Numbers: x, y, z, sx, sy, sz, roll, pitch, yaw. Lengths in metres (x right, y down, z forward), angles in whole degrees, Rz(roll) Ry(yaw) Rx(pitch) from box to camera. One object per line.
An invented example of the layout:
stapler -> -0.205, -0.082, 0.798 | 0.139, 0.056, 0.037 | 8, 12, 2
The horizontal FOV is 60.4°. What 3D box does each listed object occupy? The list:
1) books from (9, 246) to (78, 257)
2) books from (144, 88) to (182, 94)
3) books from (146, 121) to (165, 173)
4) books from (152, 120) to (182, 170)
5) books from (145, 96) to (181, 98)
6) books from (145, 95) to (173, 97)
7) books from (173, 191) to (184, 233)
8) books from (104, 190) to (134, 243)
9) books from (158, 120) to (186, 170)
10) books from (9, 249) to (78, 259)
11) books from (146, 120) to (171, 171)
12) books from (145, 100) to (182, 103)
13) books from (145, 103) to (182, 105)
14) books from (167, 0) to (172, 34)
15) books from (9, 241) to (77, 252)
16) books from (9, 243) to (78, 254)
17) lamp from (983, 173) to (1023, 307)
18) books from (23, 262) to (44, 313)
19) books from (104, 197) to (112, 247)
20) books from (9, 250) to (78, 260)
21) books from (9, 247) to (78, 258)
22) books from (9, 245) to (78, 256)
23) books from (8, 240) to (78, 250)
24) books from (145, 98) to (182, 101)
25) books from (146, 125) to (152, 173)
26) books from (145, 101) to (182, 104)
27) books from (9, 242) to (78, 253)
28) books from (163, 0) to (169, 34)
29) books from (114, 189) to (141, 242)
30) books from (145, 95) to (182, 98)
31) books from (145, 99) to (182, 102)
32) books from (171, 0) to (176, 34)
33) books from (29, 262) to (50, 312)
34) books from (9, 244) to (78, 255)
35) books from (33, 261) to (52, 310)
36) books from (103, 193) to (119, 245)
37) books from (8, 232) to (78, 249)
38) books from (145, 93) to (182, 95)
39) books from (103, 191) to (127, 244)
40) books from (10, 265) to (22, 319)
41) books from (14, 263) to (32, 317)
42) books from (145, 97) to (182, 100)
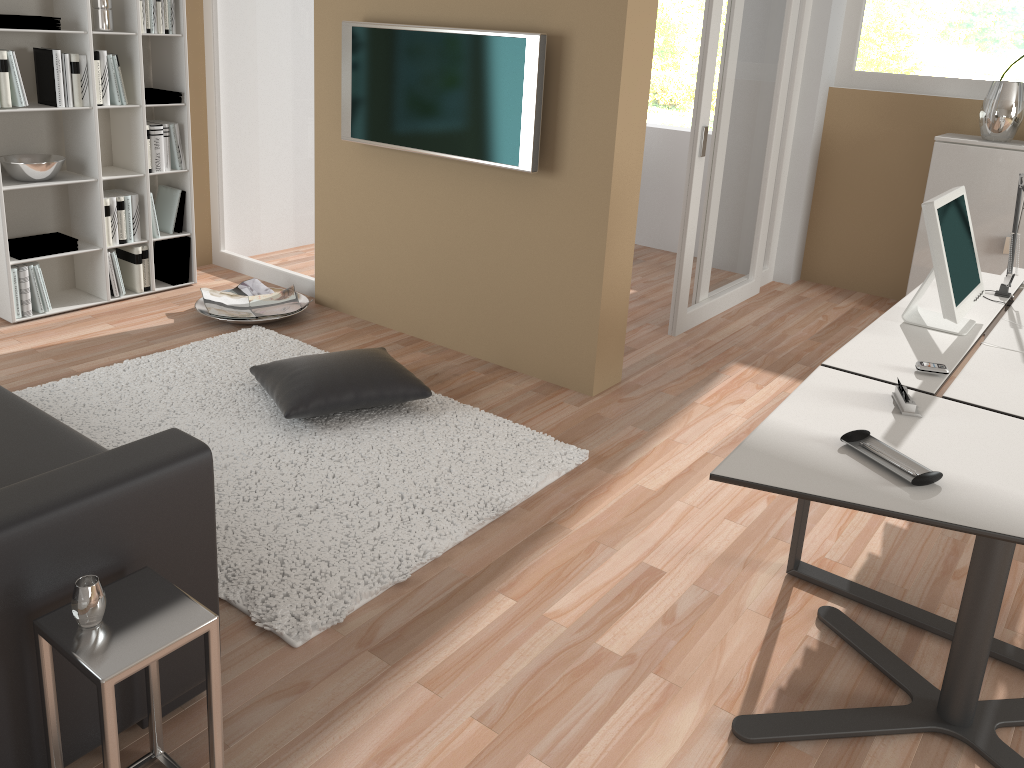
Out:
books -> -2.425, -0.698, 4.507 | 0.213, 0.006, 0.304 | 18, 26, 31
books -> -1.992, -1.609, 4.831 | 0.302, 0.006, 0.215 | 19, 27, 33
books -> -2.004, -1.309, 4.851 | 0.211, 0.250, 0.078 | 17, 21, 35
books -> -1.944, -1.343, 4.945 | 0.211, 0.251, 0.061 | 17, 21, 35
books -> -1.998, -1.590, 4.838 | 0.302, 0.006, 0.214 | 20, 27, 34
books -> -1.994, -1.601, 4.839 | 0.302, 0.007, 0.215 | 19, 27, 33
books -> -1.968, -1.007, 5.076 | 0.214, 0.230, 0.044 | 17, 21, 35
books -> -2.143, -0.916, 4.804 | 0.211, 0.250, 0.041 | 17, 21, 35
books -> -1.928, -1.350, 4.964 | 0.211, 0.251, 0.061 | 17, 21, 35
books -> -2.424, -0.688, 4.512 | 0.213, 0.006, 0.304 | 18, 26, 32
books -> -1.979, -1.330, 4.907 | 0.211, 0.250, 0.041 | 17, 21, 35
books -> -1.998, -1.569, 4.846 | 0.302, 0.006, 0.215 | 19, 27, 33
books -> -2.001, -1.559, 4.848 | 0.302, 0.007, 0.215 | 19, 27, 33
books -> -1.900, -2.023, 4.737 | 0.211, 0.250, 0.021 | 17, 21, 35
books -> -2.424, -0.725, 4.504 | 0.214, 0.007, 0.304 | 18, 26, 32
books -> -2.421, -0.714, 4.504 | 0.214, 0.006, 0.303 | 19, 27, 34
lamp -> 1.817, -0.435, 3.070 | 0.140, 0.511, 0.559 | 4, 19, 1
books -> -2.466, -0.504, 4.478 | 0.211, 0.251, 0.061 | 17, 21, 35
books -> -2.213, -0.880, 4.704 | 0.211, 0.250, 0.041 | 17, 21, 35
books -> -2.424, -0.683, 4.512 | 0.213, 0.007, 0.304 | 18, 26, 32
books -> -2.424, -0.693, 4.511 | 0.213, 0.006, 0.304 | 18, 26, 32
books -> -2.422, -0.704, 4.509 | 0.213, 0.006, 0.304 | 18, 26, 32
books -> -2.419, -0.730, 4.502 | 0.213, 0.007, 0.304 | 18, 26, 32
books -> -1.997, -1.579, 4.842 | 0.302, 0.006, 0.215 | 19, 27, 33
books -> -2.045, -1.293, 4.805 | 0.211, 0.250, 0.041 | 17, 21, 35
books -> -1.999, -1.564, 4.847 | 0.302, 0.006, 0.215 | 19, 27, 33
books -> -2.425, -0.720, 4.505 | 0.214, 0.007, 0.304 | 18, 26, 32
books -> -1.911, -2.016, 4.720 | 0.211, 0.250, 0.021 | 17, 21, 35
books -> -2.117, -0.928, 4.837 | 0.211, 0.250, 0.041 | 17, 21, 35
books -> -1.994, -1.596, 4.840 | 0.302, 0.007, 0.215 | 19, 27, 33
books -> -2.000, -1.575, 4.845 | 0.302, 0.006, 0.215 | 18, 26, 32
books -> -1.886, -2.029, 4.754 | 0.211, 0.250, 0.021 | 17, 21, 35
books -> -2.448, -0.509, 4.496 | 0.211, 0.249, 0.059 | 17, 21, 35
books -> -2.422, -0.709, 4.507 | 0.213, 0.006, 0.304 | 18, 26, 32
books -> -2.450, -0.520, 4.518 | 0.211, 0.249, 0.059 | 17, 21, 35
books -> -2.194, -0.893, 4.741 | 0.211, 0.250, 0.041 | 17, 21, 35
books -> -2.419, -0.735, 4.502 | 0.213, 0.006, 0.304 | 18, 26, 32
books -> -1.994, -1.604, 4.832 | 0.302, 0.007, 0.215 | 19, 27, 33
books -> -2.167, -0.904, 4.772 | 0.211, 0.250, 0.041 | 17, 21, 35
books -> -2.528, -0.476, 4.405 | 0.211, 0.250, 0.041 | 17, 21, 35
books -> -2.495, -0.488, 4.438 | 0.211, 0.250, 0.041 | 17, 21, 35
books -> -1.996, -1.584, 4.840 | 0.302, 0.006, 0.215 | 19, 27, 33
